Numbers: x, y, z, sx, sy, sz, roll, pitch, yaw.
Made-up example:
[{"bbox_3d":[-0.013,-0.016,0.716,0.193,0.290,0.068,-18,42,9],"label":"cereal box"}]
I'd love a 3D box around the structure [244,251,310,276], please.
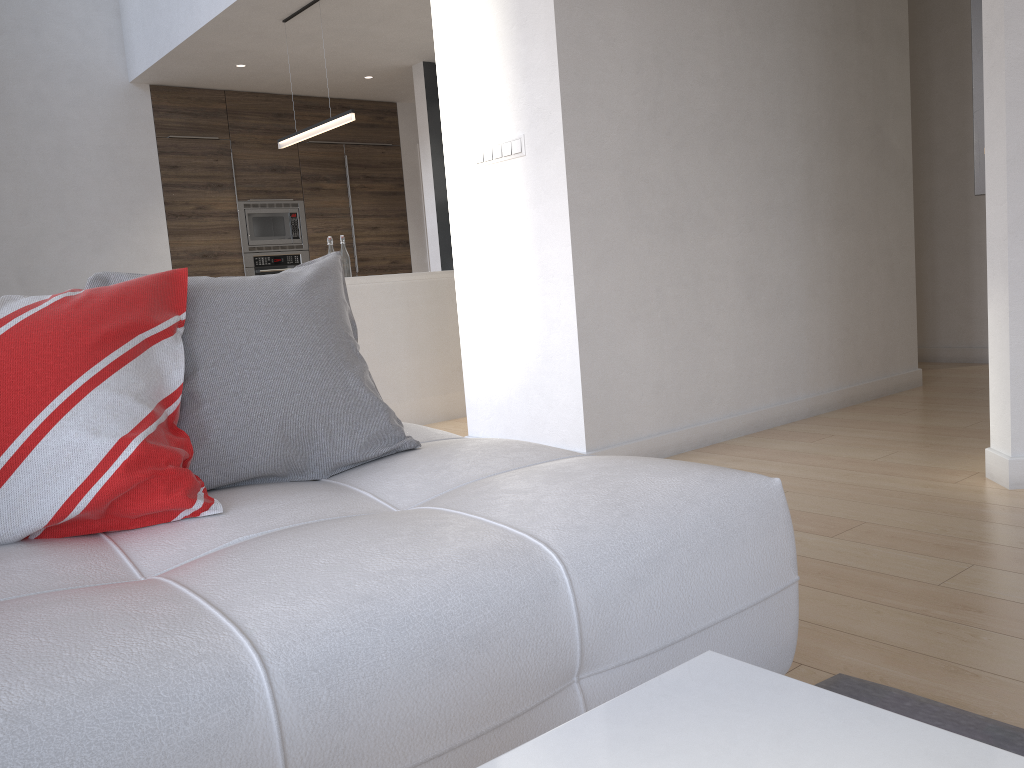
[{"bbox_3d":[-2.122,-0.855,7.789,0.595,0.570,0.495,-10,8,-38],"label":"structure"}]

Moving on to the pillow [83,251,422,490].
[{"bbox_3d":[-1.134,0.132,0.716,0.647,0.453,2.953,1,8,39],"label":"pillow"}]

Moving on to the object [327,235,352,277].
[{"bbox_3d":[-1.086,-0.745,5.240,0.148,0.267,0.323,-3,7,16],"label":"object"}]

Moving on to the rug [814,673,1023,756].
[{"bbox_3d":[0.224,0.713,0.262,2.326,0.016,1.662,-10,8,-38],"label":"rug"}]

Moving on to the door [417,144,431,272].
[{"bbox_3d":[-0.437,-1.294,8.857,0.974,2.136,0.085,-10,8,-38],"label":"door"}]

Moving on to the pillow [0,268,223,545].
[{"bbox_3d":[-1.415,0.162,0.917,2.250,0.449,0.575,-10,9,-41],"label":"pillow"}]

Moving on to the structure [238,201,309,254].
[{"bbox_3d":[-2.174,-1.351,7.745,0.595,0.430,0.459,-10,8,-38],"label":"structure"}]

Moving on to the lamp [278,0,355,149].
[{"bbox_3d":[-1.253,-1.910,5.437,0.020,0.756,0.998,-10,8,-38],"label":"lamp"}]

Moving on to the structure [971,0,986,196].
[{"bbox_3d":[3.857,-2.086,2.888,4.190,4.339,2.823,-10,8,-38],"label":"structure"}]

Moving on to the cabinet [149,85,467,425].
[{"bbox_3d":[-0.455,-1.141,5.887,2.402,2.501,4.694,-10,8,-38],"label":"cabinet"}]

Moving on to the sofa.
[{"bbox_3d":[-0.810,0.422,0.365,3.424,0.732,2.614,-10,8,-38],"label":"sofa"}]
